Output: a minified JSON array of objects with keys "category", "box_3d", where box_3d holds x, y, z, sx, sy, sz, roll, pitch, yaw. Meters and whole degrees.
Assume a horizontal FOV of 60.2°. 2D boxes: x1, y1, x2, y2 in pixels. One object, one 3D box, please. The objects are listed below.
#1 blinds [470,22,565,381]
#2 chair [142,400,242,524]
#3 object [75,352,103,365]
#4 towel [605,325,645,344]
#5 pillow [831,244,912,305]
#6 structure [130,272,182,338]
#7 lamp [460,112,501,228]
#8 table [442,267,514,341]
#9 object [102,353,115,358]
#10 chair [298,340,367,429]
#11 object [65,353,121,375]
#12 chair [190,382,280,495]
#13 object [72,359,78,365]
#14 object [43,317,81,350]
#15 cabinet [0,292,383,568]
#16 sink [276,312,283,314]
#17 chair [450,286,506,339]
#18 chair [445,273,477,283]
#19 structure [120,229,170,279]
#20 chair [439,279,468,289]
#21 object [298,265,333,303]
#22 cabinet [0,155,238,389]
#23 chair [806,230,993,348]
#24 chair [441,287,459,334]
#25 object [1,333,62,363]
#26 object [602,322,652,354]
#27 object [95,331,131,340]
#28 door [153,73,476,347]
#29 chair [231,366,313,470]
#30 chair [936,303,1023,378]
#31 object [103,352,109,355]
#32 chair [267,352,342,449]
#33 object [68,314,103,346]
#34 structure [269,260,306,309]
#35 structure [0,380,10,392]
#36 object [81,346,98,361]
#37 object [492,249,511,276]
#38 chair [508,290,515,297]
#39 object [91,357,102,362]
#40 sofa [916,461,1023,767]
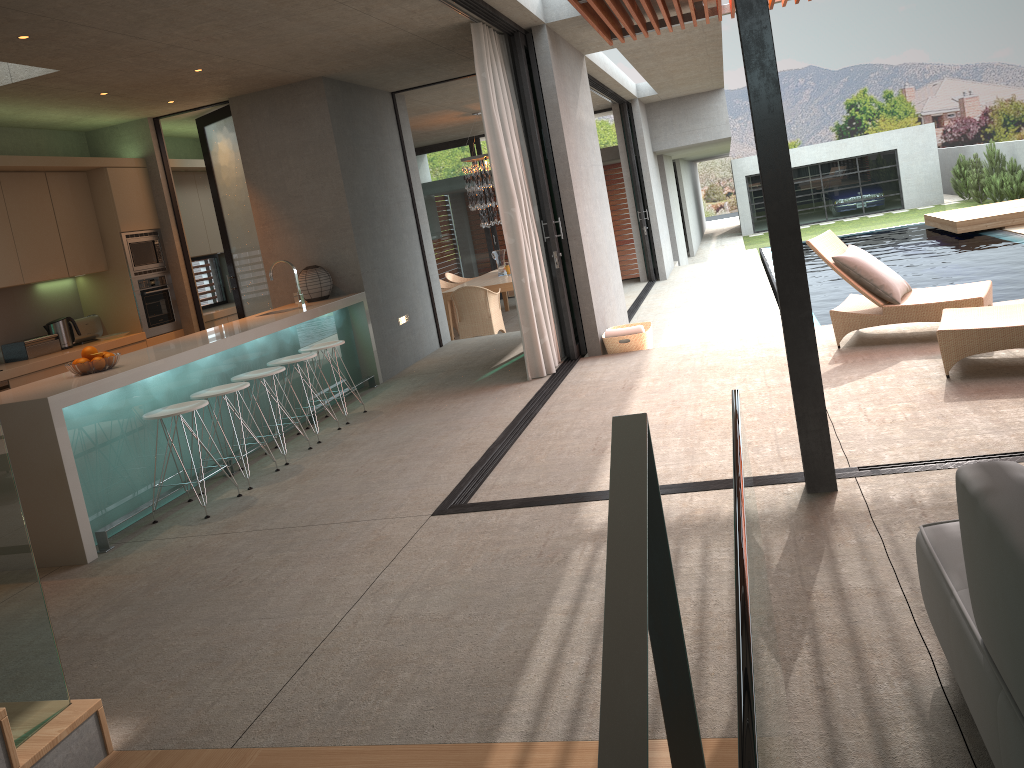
[{"category":"blinds","box_3d":[0.043,-1.552,7.564,0.229,2.906,0.896,-9,7,12]},{"category":"chair","box_3d":[-1.927,0.446,5.242,0.381,0.618,0.387,-8,8,15]},{"category":"object","box_3d":[-2.551,-0.124,5.343,0.175,0.099,0.096,-16,10,-30]},{"category":"towel","box_3d":[1.064,-0.383,8.119,0.368,0.309,0.314,-8,9,16]},{"category":"pillow","box_3d":[2.712,-0.828,6.644,0.425,0.423,0.617,-5,11,33]},{"category":"structure","box_3d":[-3.680,-0.759,8.739,0.495,0.574,0.605,-8,9,15]},{"category":"lamp","box_3d":[-0.380,-3.273,13.544,0.616,1.739,0.627,-8,7,15]},{"category":"table","box_3d":[0.063,-1.335,13.608,1.275,0.749,3.306,-8,11,15]},{"category":"object","box_3d":[-2.469,-0.149,5.412,0.087,0.086,0.088,-9,9,6]},{"category":"chair","box_3d":[-1.472,-0.007,7.119,0.381,0.618,0.387,-8,8,15]},{"category":"object","box_3d":[-2.554,-0.115,5.403,0.314,0.081,0.320,-7,11,15]},{"category":"chair","box_3d":[-1.816,0.336,5.696,0.381,0.618,0.387,-8,8,15]},{"category":"object","box_3d":[-2.640,-0.112,5.395,0.087,0.086,0.087,-14,10,-24]},{"category":"object","box_3d":[-4.088,-0.459,8.026,0.176,0.282,0.282,-7,9,20]},{"category":"cabinet","box_3d":[-2.195,0.076,6.648,0.798,0.889,4.183,-8,11,15]},{"category":"sink","box_3d":[-2.040,-0.554,7.847,0.373,0.133,0.380,-7,11,15]},{"category":"chair","box_3d":[-0.439,-0.901,11.598,0.615,0.855,0.639,-8,8,15]},{"category":"chair","box_3d":[-0.746,-1.503,14.933,0.628,0.855,0.626,-8,8,15]},{"category":"structure","box_3d":[-3.788,-1.249,8.688,0.458,0.433,0.605,-8,10,15]},{"category":"chair","box_3d":[-0.919,-1.332,14.224,0.628,0.855,0.626,-8,8,15]},{"category":"object","box_3d":[-1.874,-0.957,8.388,0.339,0.331,0.344,-9,9,7]},{"category":"cabinet","box_3d":[-3.479,-0.664,7.261,1.959,2.539,7.583,-8,11,15]},{"category":"chair","box_3d":[3.361,-0.793,6.231,2.286,0.819,0.710,-3,11,34]},{"category":"chair","box_3d":[-1.092,-1.160,13.514,0.628,0.855,0.626,-8,8,15]},{"category":"object","box_3d":[-4.190,-0.315,7.719,0.239,0.158,0.406,-8,11,15]},{"category":"object","box_3d":[1.104,-0.362,8.271,0.444,0.297,0.690,-8,11,15]},{"category":"object","box_3d":[-3.744,-0.447,8.304,0.311,0.034,0.312,-13,11,-16]},{"category":"door","box_3d":[-0.756,0.111,3.640,5.793,4.428,15.450,-12,11,-12]},{"category":"chair","box_3d":[-1.704,0.225,6.156,0.381,0.618,0.387,-8,8,15]},{"category":"chair","box_3d":[3.633,-0.587,4.932,2.286,0.819,0.710,-4,10,30]},{"category":"object","box_3d":[-2.528,-0.155,5.482,0.094,0.093,0.095,-10,9,4]},{"category":"chair","box_3d":[-1.589,0.110,6.634,0.381,0.618,0.387,-8,8,15]},{"category":"object","box_3d":[-4.056,-0.508,8.344,0.150,0.245,0.395,-8,10,15]},{"category":"structure","box_3d":[-1.995,-0.866,7.764,0.257,0.437,0.098,-8,7,15]},{"category":"structure","box_3d":[-3.947,0.308,6.441,0.079,0.495,0.840,-9,10,15]},{"category":"object","box_3d":[-2.590,-0.185,5.420,0.094,0.093,0.096,-4,11,35]},{"category":"object","box_3d":[-0.075,-1.859,13.426,0.323,0.382,0.549,-5,11,31]},{"category":"chair","box_3d":[-0.016,-1.963,19.634,0.623,0.855,0.631,-15,9,-29]},{"category":"object","box_3d":[-2.497,-0.124,5.335,0.080,0.080,0.082,-2,12,44]},{"category":"sofa","box_3d":[1.396,0.497,1.557,1.009,0.725,1.620,-8,11,15]}]
